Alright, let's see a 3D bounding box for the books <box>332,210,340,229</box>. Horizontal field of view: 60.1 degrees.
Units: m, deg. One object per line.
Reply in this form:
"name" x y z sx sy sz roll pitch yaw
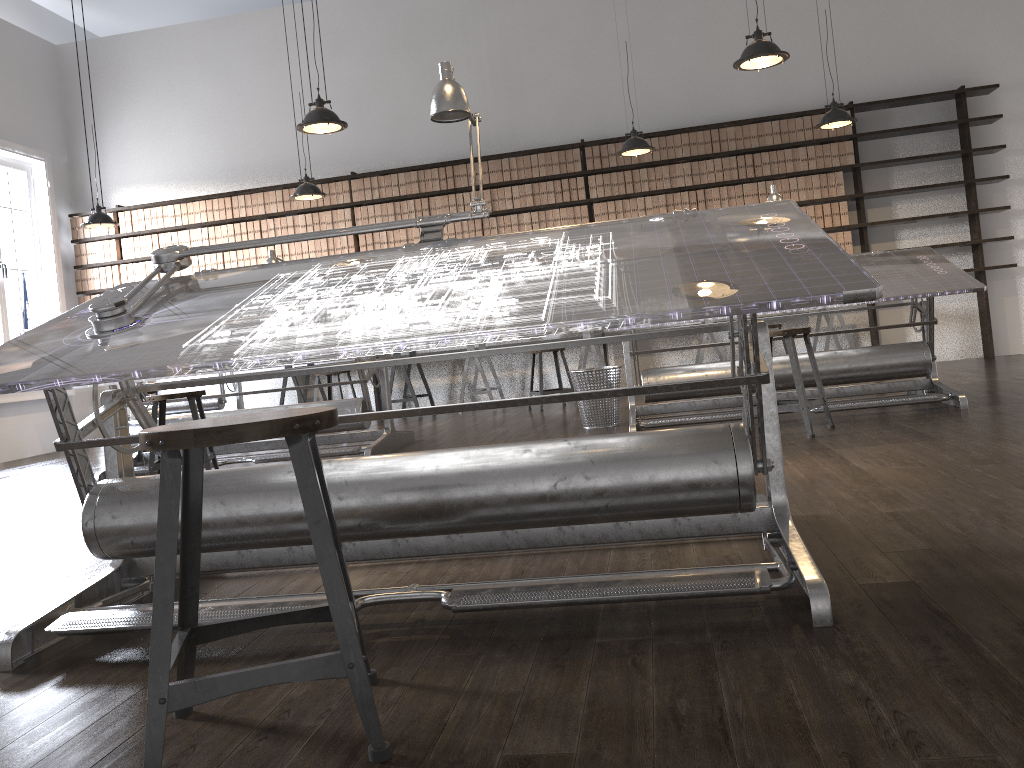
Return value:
"books" -1.751 -1.636 8.960 0.066 0.225 0.175 -6 1 9

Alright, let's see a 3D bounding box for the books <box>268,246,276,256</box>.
"books" -2.421 -1.292 9.063 0.067 0.226 0.175 -6 1 9

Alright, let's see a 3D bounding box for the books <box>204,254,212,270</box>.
"books" -3.105 -1.224 9.172 0.066 0.225 0.175 -6 1 9

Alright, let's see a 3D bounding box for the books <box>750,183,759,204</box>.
"books" 2.275 -1.768 8.334 0.067 0.226 0.175 -6 1 9

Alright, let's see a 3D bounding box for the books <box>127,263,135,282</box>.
"books" -3.958 -1.145 9.303 0.066 0.226 0.174 -6 1 9

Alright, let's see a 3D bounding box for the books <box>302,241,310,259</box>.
"books" -2.067 -1.334 9.008 0.067 0.226 0.175 -6 1 9

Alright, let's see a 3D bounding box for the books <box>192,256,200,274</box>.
"books" -3.239 -1.210 9.189 0.066 0.226 0.175 -6 1 9

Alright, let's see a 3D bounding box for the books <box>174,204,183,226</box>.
"books" -3.429 -1.746 9.214 0.067 0.226 0.175 -6 1 9

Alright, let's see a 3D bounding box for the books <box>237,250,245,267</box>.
"books" -2.754 -1.259 9.120 0.066 0.226 0.174 -6 1 9

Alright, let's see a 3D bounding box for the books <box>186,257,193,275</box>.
"books" -3.310 -1.203 9.203 0.066 0.226 0.174 -6 1 9

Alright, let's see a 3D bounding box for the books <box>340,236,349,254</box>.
"books" -1.663 -1.375 8.946 0.066 0.226 0.174 -6 1 9

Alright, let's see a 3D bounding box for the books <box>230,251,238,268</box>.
"books" -2.825 -1.252 9.127 0.066 0.226 0.174 -6 1 9

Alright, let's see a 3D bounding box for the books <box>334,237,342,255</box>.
"books" -1.732 -1.368 8.961 0.066 0.226 0.174 -6 1 9

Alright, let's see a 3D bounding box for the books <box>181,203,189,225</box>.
"books" -3.359 -1.753 9.207 0.066 0.226 0.175 -6 1 9

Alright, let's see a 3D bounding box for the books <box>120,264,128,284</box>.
"books" -4.029 -1.138 9.311 0.066 0.226 0.175 -6 1 9

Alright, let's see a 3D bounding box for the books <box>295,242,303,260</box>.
"books" -2.135 -1.328 9.023 0.066 0.226 0.175 -6 1 9

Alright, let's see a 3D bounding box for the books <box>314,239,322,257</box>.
"books" -1.934 -1.348 8.991 0.066 0.225 0.175 -6 1 9

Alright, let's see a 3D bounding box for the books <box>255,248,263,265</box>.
"books" -2.553 -1.279 9.087 0.066 0.225 0.175 -6 1 9

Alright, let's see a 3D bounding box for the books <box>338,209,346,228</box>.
"books" -1.689 -1.642 8.949 0.066 0.225 0.175 -6 1 9

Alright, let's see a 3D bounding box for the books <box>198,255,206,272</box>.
"books" -3.168 -1.217 9.178 0.067 0.226 0.175 -6 1 9

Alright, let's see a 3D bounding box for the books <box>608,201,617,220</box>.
"books" 0.968 -1.637 8.537 0.066 0.226 0.175 -6 1 9

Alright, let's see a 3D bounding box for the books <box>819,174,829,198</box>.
"books" 2.889 -1.830 8.245 0.066 0.226 0.175 -6 1 9

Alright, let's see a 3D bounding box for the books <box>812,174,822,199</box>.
"books" 2.822 -1.822 8.250 0.067 0.226 0.175 -6 1 9

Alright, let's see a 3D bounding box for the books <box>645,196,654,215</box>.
"books" 1.317 -1.672 8.486 0.066 0.225 0.175 -6 1 9

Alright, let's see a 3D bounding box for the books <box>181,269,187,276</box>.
"books" -3.378 -1.196 9.217 0.066 0.226 0.174 -6 1 9

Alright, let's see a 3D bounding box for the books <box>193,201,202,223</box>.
"books" -3.222 -1.767 9.184 0.066 0.226 0.174 -6 1 9

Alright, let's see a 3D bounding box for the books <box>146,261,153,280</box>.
"books" -3.747 -1.167 9.272 0.066 0.225 0.175 -6 1 9

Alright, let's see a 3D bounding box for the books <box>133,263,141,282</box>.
"books" -3.888 -1.152 9.297 0.066 0.226 0.174 -6 1 9

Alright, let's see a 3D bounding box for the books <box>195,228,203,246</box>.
"books" -3.200 -1.490 9.183 0.066 0.225 0.175 -6 1 9

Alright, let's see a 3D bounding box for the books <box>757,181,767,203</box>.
"books" 2.346 -1.775 8.323 0.066 0.226 0.175 -6 1 9

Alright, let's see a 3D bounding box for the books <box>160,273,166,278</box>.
"books" -3.596 -1.174 9.247 0.066 0.225 0.175 -6 1 9

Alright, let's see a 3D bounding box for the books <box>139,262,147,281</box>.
"books" -3.820 -1.159 9.284 0.066 0.226 0.175 -6 1 9

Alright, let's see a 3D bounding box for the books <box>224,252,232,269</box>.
"books" -2.894 -1.245 9.142 0.066 0.226 0.175 -6 1 9

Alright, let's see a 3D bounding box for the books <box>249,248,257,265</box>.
"books" -2.619 -1.272 9.093 0.067 0.226 0.175 -6 1 9

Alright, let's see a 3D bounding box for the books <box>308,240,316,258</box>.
"books" -1.996 -1.342 8.999 0.066 0.225 0.175 -6 1 9

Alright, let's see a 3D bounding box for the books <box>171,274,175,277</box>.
"books" -3.516 -1.182 9.233 0.067 0.226 0.175 -6 1 9

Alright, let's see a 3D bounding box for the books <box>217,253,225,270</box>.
"books" -2.968 -1.237 9.148 0.067 0.226 0.175 -6 1 9

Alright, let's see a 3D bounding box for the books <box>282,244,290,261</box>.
"books" -2.273 -1.314 9.042 0.066 0.226 0.174 -6 1 9

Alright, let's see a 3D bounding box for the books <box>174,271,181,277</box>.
"books" -3.446 -1.189 9.226 0.066 0.226 0.175 -6 1 9

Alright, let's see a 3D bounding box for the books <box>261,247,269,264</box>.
"books" -2.492 -1.285 9.076 0.066 0.225 0.175 -6 1 9

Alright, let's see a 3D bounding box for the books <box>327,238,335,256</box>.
"books" -1.801 -1.361 8.972 0.066 0.226 0.175 -6 1 9

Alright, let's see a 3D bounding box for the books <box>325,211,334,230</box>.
"books" -1.817 -1.629 8.966 0.067 0.226 0.175 -6 1 9

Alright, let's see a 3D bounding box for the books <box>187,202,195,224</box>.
"books" -3.290 -1.760 9.198 0.066 0.226 0.174 -6 1 9

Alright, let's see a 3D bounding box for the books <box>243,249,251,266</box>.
"books" -2.685 -1.266 9.109 0.066 0.226 0.175 -6 1 9

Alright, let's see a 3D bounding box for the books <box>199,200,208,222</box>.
"books" -3.152 -1.774 9.170 0.066 0.226 0.175 -6 1 9

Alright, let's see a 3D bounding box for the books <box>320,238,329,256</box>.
"books" -1.869 -1.354 8.977 0.067 0.226 0.175 -6 1 9

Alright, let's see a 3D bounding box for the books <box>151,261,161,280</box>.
"books" -3.685 -1.172 9.258 0.067 0.226 0.175 -6 1 9

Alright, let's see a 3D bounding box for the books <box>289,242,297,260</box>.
"books" -2.204 -1.321 9.036 0.066 0.226 0.174 -6 1 9

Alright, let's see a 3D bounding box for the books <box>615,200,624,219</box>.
"books" 1.040 -1.644 8.529 0.066 0.226 0.174 -6 1 9

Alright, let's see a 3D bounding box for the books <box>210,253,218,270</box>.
"books" -3.040 -1.230 9.165 0.066 0.225 0.175 -6 1 9

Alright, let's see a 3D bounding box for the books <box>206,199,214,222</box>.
"books" -3.080 -1.781 9.158 0.067 0.226 0.175 -6 1 9

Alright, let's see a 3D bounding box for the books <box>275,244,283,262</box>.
"books" -2.345 -1.307 9.050 0.066 0.226 0.175 -6 1 9
